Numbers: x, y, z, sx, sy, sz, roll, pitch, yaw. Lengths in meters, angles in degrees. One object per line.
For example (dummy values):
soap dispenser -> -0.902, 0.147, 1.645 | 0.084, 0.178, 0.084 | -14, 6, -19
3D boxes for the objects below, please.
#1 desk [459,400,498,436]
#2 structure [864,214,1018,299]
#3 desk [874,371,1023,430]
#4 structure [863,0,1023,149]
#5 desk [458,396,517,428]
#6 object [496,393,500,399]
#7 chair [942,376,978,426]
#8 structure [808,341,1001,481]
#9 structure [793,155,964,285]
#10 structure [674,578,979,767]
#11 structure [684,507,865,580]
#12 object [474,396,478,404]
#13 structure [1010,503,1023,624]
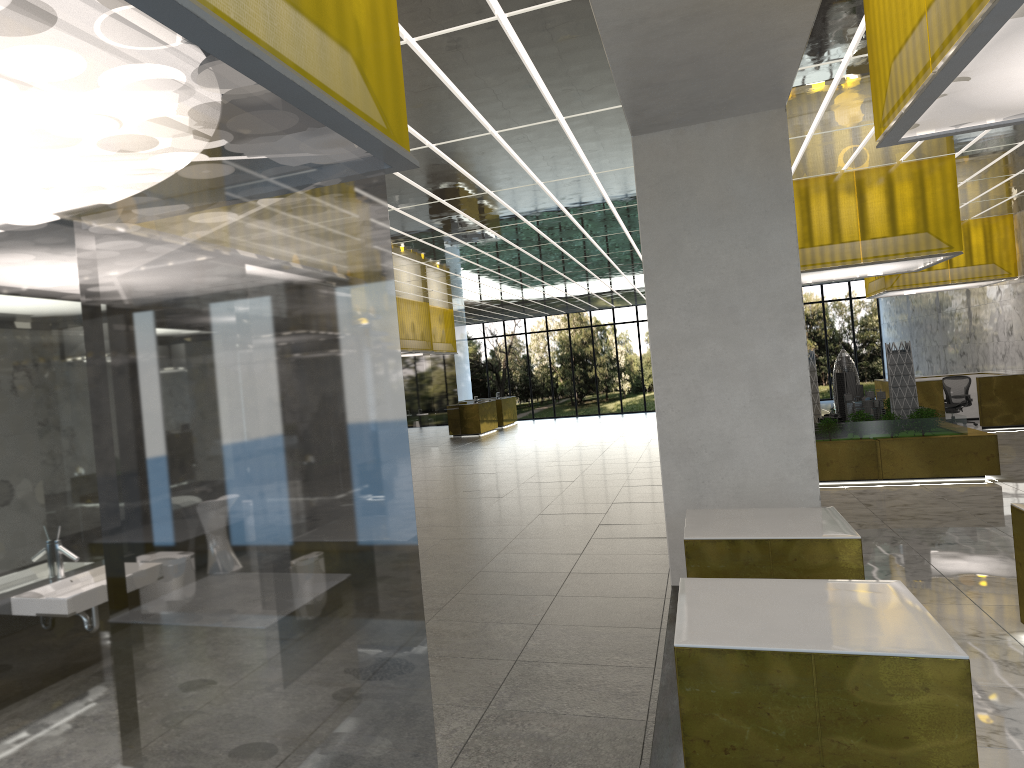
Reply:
desk -> -2.651, 1.730, 41.969 | 3.299, 1.508, 3.412 | -5, 1, 17
structure -> 12.637, -3.965, 25.640 | 3.340, 2.269, 3.053 | -5, 0, 18
desk -> 13.076, 0.529, 25.627 | 3.299, 1.508, 3.412 | -5, 1, 17
structure -> 3.847, -2.991, 4.240 | 3.339, 2.269, 3.177 | -5, 0, 18
desk -> -1.640, 1.597, 46.550 | 3.299, 1.508, 3.412 | -5, 1, 17
object -> -0.851, 0.810, 46.211 | 0.564, 0.667, 0.736 | -5, 0, 16
chair -> 13.168, 0.518, 25.436 | 1.196, 1.493, 0.965 | -5, 0, 42
structure -> 7.422, 0.457, 18.634 | 3.964, 2.571, 5.049 | -5, 1, 16
structure -> 6.757, -3.374, 17.419 | 3.340, 2.269, 3.177 | -5, 0, 18
structure -> 1.713, 1.899, 4.980 | 1.400, 1.173, 1.414 | -5, 0, 18
structure -> 2.311, 1.820, 7.686 | 1.400, 1.173, 1.414 | -5, 0, 18
object -> -1.871, 0.944, 41.590 | 0.564, 0.667, 0.735 | -5, 0, 16
structure -> 4.945, 1.603, 6.580 | 1.400, 1.173, 1.414 | -5, 0, 18
